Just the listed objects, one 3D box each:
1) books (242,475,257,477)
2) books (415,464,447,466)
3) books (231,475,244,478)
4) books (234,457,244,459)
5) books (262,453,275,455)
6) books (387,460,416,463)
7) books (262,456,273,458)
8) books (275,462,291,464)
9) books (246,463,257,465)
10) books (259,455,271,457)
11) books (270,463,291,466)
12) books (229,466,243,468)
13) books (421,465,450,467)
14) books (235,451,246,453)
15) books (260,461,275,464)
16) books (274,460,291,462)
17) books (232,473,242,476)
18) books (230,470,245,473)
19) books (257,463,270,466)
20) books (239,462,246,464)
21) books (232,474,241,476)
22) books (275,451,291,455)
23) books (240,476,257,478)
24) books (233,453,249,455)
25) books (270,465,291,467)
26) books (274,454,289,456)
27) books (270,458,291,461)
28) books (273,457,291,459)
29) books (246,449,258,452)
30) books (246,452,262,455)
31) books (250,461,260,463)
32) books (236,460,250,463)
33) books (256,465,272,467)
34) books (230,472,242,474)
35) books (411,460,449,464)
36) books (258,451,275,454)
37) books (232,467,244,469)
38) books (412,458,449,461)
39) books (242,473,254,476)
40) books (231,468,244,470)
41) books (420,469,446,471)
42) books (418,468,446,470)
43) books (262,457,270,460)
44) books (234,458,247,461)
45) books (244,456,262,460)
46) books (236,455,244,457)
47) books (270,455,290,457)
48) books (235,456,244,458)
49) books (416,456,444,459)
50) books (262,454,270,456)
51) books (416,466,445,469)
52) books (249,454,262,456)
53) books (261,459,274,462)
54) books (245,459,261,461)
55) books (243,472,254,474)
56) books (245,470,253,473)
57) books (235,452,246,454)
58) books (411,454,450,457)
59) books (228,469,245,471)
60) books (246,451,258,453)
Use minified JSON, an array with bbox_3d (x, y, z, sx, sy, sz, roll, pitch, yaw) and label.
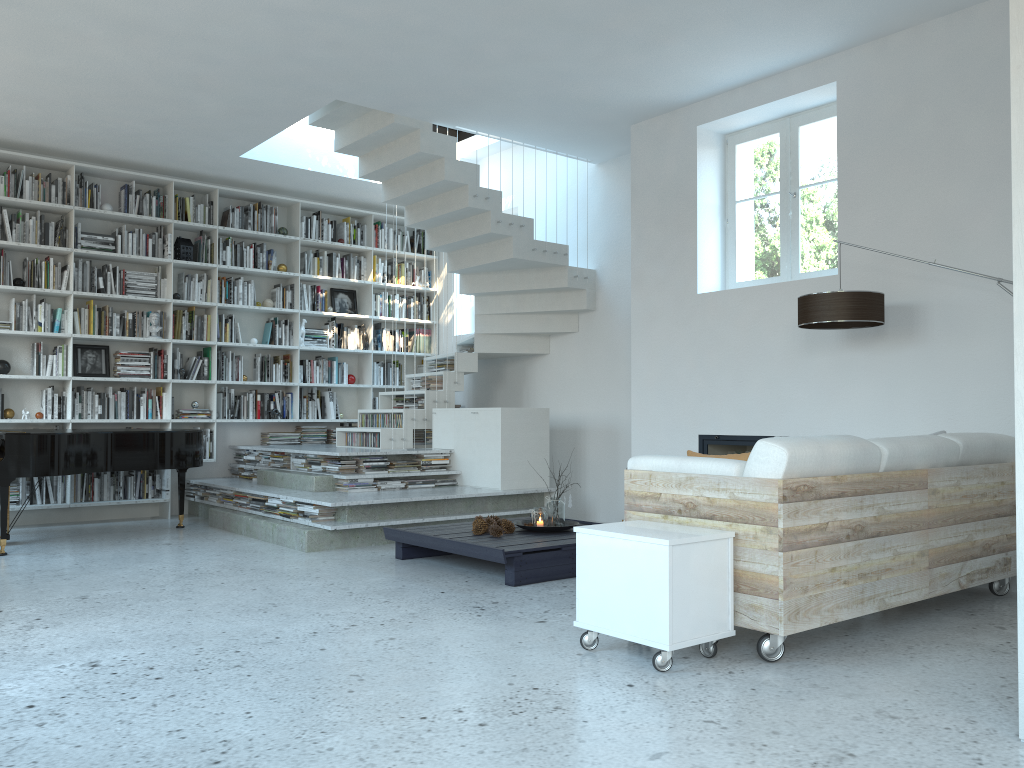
[{"bbox_3d":[-2.449,0.875,8.478,0.160,0.014,0.268,2,-3,-40],"label":"books"},{"bbox_3d":[-0.716,0.694,7.666,0.268,0.014,0.160,2,-3,-40],"label":"books"},{"bbox_3d":[-2.645,0.905,8.719,0.163,0.019,0.187,2,-3,-40],"label":"books"},{"bbox_3d":[-2.599,0.727,8.716,0.179,0.012,0.261,2,-3,-39],"label":"books"},{"bbox_3d":[-2.218,0.649,8.260,0.149,0.013,0.220,2,-3,-36],"label":"books"},{"bbox_3d":[-0.940,0.653,7.470,0.203,0.011,0.173,2,-3,-44],"label":"books"},{"bbox_3d":[-2.217,0.680,8.261,0.144,0.013,0.220,2,-3,-36],"label":"books"},{"bbox_3d":[-2.031,0.713,8.040,0.138,0.017,0.237,2,-3,-40],"label":"books"},{"bbox_3d":[-2.416,0.765,8.489,0.173,0.017,0.233,2,-3,-40],"label":"books"},{"bbox_3d":[-2.223,0.669,8.256,0.167,0.008,0.234,2,-3,-40],"label":"books"},{"bbox_3d":[-2.048,0.728,8.026,0.178,0.014,0.247,2,-3,-41],"label":"books"},{"bbox_3d":[-2.651,0.813,8.717,0.174,0.009,0.240,2,-3,-37],"label":"books"},{"bbox_3d":[-0.703,0.705,7.650,0.281,0.008,0.181,2,-3,-34],"label":"books"},{"bbox_3d":[-2.596,0.665,8.720,0.159,0.011,0.246,2,-3,-42],"label":"books"},{"bbox_3d":[-2.226,0.728,8.252,0.164,0.023,0.242,2,-3,-35],"label":"books"},{"bbox_3d":[-2.041,0.695,8.033,0.159,0.018,0.203,2,-3,-41],"label":"books"},{"bbox_3d":[-2.637,0.884,8.726,0.147,0.014,0.292,2,-3,-39],"label":"books"},{"bbox_3d":[-2.644,0.859,8.722,0.159,0.012,0.278,2,-3,-40],"label":"books"},{"bbox_3d":[-2.233,0.746,8.246,0.190,0.012,0.235,2,-3,-41],"label":"books"},{"bbox_3d":[-2.585,0.774,8.726,0.134,0.014,0.181,2,-3,-42],"label":"books"},{"bbox_3d":[-2.645,0.894,8.720,0.144,0.005,0.257,2,-3,-34],"label":"books"},{"bbox_3d":[-2.039,0.622,8.036,0.139,0.028,0.262,2,-3,-34],"label":"books"},{"bbox_3d":[-2.463,0.886,8.466,0.187,0.009,0.261,2,-3,-36],"label":"books"},{"bbox_3d":[-2.604,0.686,8.713,0.171,0.015,0.253,2,-3,-44],"label":"books"},{"bbox_3d":[-2.054,0.740,8.021,0.182,0.011,0.253,2,-3,-35],"label":"books"},{"bbox_3d":[-2.030,0.642,8.043,0.128,0.013,0.296,2,-3,-41],"label":"books"},{"bbox_3d":[-2.047,0.678,8.028,0.179,0.017,0.293,2,-3,-38],"label":"books"},{"bbox_3d":[-2.045,0.663,8.030,0.161,0.012,0.254,2,-3,-35],"label":"books"},{"bbox_3d":[-2.420,0.634,8.489,0.171,0.020,0.193,2,-3,-44],"label":"books"},{"bbox_3d":[-2.412,0.660,8.495,0.163,0.018,0.290,2,-3,-40],"label":"books"},{"bbox_3d":[-2.401,0.746,8.501,0.131,0.021,0.240,2,-3,-37],"label":"books"},{"bbox_3d":[-2.596,0.759,8.718,0.163,0.017,0.232,2,-3,-37],"label":"books"},{"bbox_3d":[-2.230,0.758,8.248,0.183,0.012,0.296,2,-3,-40],"label":"books"},{"bbox_3d":[-2.646,0.871,8.719,0.170,0.012,0.215,2,-3,-39],"label":"books"},{"bbox_3d":[-0.710,0.672,7.660,0.284,0.030,0.177,2,-3,-38],"label":"books"},{"bbox_3d":[-2.228,0.634,8.252,0.165,0.015,0.243,2,-3,-44],"label":"books"},{"bbox_3d":[-2.646,0.825,8.720,0.152,0.015,0.208,2,-3,-34],"label":"books"},{"bbox_3d":[-0.705,0.651,7.655,0.261,0.012,0.179,2,-3,-35],"label":"books"},{"bbox_3d":[-2.458,0.859,8.470,0.180,0.017,0.182,2,-3,-42],"label":"books"},{"bbox_3d":[-2.648,0.837,8.719,0.159,0.009,0.210,2,-3,-35],"label":"books"},{"bbox_3d":[-0.709,0.739,7.657,0.220,0.011,0.177,2,-3,-41],"label":"books"},{"bbox_3d":[-0.715,0.729,7.665,0.259,0.009,0.152,2,-3,-42],"label":"books"},{"bbox_3d":[-2.214,0.693,8.262,0.150,0.013,0.215,2,-3,-39],"label":"books"},{"bbox_3d":[-2.603,0.741,8.713,0.175,0.017,0.265,2,-3,-36],"label":"books"},{"bbox_3d":[-2.425,0.703,8.483,0.189,0.030,0.237,2,-3,-42],"label":"books"},{"bbox_3d":[-2.588,0.709,8.726,0.145,0.008,0.298,2,-3,-40],"label":"books"},{"bbox_3d":[-2.050,0.653,8.026,0.187,0.009,0.261,2,-3,-40],"label":"books"},{"bbox_3d":[-2.594,0.717,8.720,0.156,0.009,0.287,2,-3,-41],"label":"books"},{"bbox_3d":[-0.710,0.633,7.661,0.192,0.024,0.167,2,-3,-34],"label":"books"},{"bbox_3d":[-2.218,0.660,8.260,0.160,0.010,0.179,2,-3,-39],"label":"books"},{"bbox_3d":[-0.719,0.717,7.670,0.262,0.016,0.132,2,-3,-44],"label":"books"},{"bbox_3d":[-2.411,0.675,8.495,0.143,0.012,0.264,2,-3,-34],"label":"books"},{"bbox_3d":[-2.218,0.708,8.259,0.154,0.018,0.221,2,-3,-40],"label":"books"},{"bbox_3d":[-2.414,0.722,8.491,0.163,0.008,0.295,2,-3,-41],"label":"books"},{"bbox_3d":[-2.448,0.847,8.479,0.159,0.009,0.228,2,-3,-38],"label":"books"},{"bbox_3d":[-2.443,0.834,8.483,0.137,0.018,0.200,2,-3,-43],"label":"books"},{"bbox_3d":[-2.596,0.674,8.720,0.167,0.008,0.234,2,-3,-40],"label":"books"},{"bbox_3d":[-0.703,0.614,7.653,0.285,0.013,0.181,2,-3,-44],"label":"books"},{"bbox_3d":[-2.654,0.844,8.714,0.184,0.006,0.262,2,-3,-38],"label":"books"},{"bbox_3d":[-2.411,0.648,8.496,0.159,0.007,0.285,2,-3,-40],"label":"books"}]
